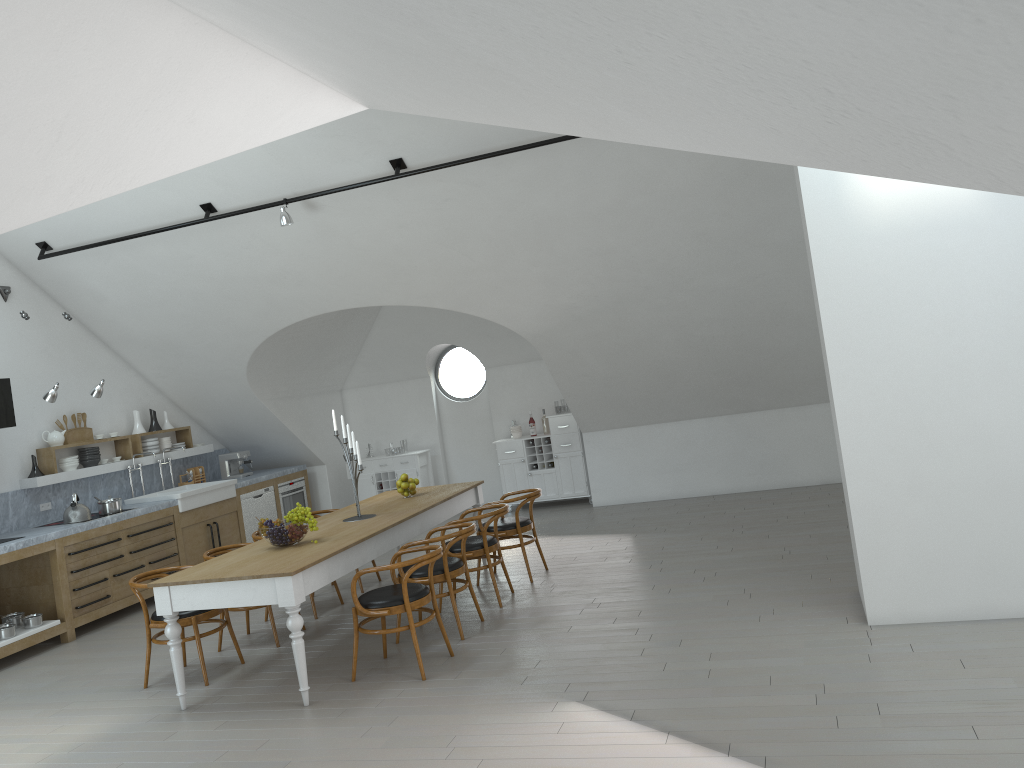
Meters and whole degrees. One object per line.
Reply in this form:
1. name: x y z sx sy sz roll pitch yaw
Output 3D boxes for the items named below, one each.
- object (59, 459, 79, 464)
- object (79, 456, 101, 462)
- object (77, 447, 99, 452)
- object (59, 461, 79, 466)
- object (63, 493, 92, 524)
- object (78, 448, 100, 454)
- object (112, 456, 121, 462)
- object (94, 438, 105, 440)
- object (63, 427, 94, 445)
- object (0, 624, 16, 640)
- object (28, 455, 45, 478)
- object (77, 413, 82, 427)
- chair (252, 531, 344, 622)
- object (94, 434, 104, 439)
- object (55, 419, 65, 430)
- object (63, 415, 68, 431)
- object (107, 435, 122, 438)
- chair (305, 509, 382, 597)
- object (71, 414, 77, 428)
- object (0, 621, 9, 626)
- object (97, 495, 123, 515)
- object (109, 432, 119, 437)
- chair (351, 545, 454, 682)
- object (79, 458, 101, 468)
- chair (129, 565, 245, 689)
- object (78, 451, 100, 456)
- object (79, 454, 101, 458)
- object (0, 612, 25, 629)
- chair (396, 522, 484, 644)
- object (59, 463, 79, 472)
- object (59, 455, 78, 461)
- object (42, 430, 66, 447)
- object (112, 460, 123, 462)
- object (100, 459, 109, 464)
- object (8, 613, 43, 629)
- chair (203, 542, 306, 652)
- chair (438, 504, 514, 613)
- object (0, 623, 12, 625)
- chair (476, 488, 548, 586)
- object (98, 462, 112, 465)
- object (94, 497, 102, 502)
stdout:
1. object: -4.498 0.804 9.003 0.181 0.069 0.181 -8 0 35
2. object: -4.412 0.804 9.271 0.205 0.086 0.205 -9 0 -35
3. object: -4.431 0.703 9.279 0.205 0.080 0.206 -8 0 20
4. object: -4.496 0.827 9.000 0.181 0.065 0.181 -9 0 -35
5. object: -4.120 1.164 8.377 0.246 0.268 0.246 -9 0 27
6. object: -4.424 0.730 9.279 0.205 0.084 0.205 -8 0 45
7. object: -4.308 0.821 9.662 0.098 0.049 0.098 -8 0 15
8. object: -4.405 0.590 9.469 0.163 0.012 0.164 -8 1 35
9. object: -4.512 0.533 9.212 0.084 0.157 0.354 -9 0 18
10. object: -4.163 2.018 7.203 0.260 0.113 0.153 -8 0 7
11. object: -4.642 0.795 8.624 0.156 0.218 0.156 -8 -1 -1
12. object: -4.504 0.451 9.243 0.019 0.299 0.057 -9 -1 18
13. chair: -1.849 1.579 7.521 0.620 0.735 0.528 -9 -1 21
14. object: -4.409 0.567 9.469 0.098 0.049 0.098 -8 0 15
15. object: -4.575 0.480 9.067 0.016 0.259 0.199 -9 -1 28
16. object: -4.569 0.461 9.103 0.027 0.299 0.055 -9 -1 18
17. object: -4.341 0.579 9.673 0.163 0.012 0.164 -8 1 35
18. chair: -1.624 1.540 8.208 0.621 0.735 0.527 -8 -1 14
19. object: -4.533 0.456 9.217 0.040 0.299 0.061 -9 -1 15
20. object: -4.283 2.029 7.360 0.041 0.045 0.247 -8 0 16
21. object: -3.973 1.204 8.835 0.232 0.170 0.394 -8 0 -3
22. object: -4.345 0.556 9.674 0.098 0.049 0.098 -8 0 15
23. chair: -0.687 1.427 5.576 0.620 0.735 0.528 -9 -1 21
24. object: -4.408 0.830 9.271 0.205 0.072 0.205 -8 0 5
25. chair: -2.282 1.656 6.134 0.620 0.735 0.528 -9 -1 17
26. object: -4.419 0.755 9.275 0.205 0.072 0.205 -8 0 5
27. object: -4.410 0.776 9.272 0.205 0.086 0.205 -9 0 -30
28. object: -4.304 2.027 7.614 0.308 0.134 0.182 -8 0 42
29. chair: -0.509 1.394 6.282 0.620 0.735 0.528 -9 -1 17
30. object: -4.492 0.849 9.000 0.181 0.064 0.181 -8 0 40
31. object: -4.502 0.775 9.005 0.181 0.076 0.180 -9 0 -35
32. object: -4.597 0.543 8.914 0.174 0.169 0.168 -8 0 1
33. object: -4.304 0.844 9.662 0.163 0.012 0.164 -8 1 35
34. object: -4.365 0.832 9.478 0.098 0.049 0.098 -8 0 15
35. object: -4.093 2.005 7.498 0.260 0.113 0.154 -8 0 17
36. chair: -2.009 1.610 6.808 0.621 0.735 0.527 -8 -1 14
37. chair: -0.278 1.353 6.972 0.621 0.735 0.527 -8 -1 13
38. object: -4.401 2.050 7.322 0.508 0.052 0.263 -8 0 -6
39. chair: 0.002 1.306 7.641 0.620 0.735 0.528 -9 -1 20
40. object: -4.362 0.855 9.478 0.163 0.012 0.164 -8 1 35
41. object: -4.032 1.187 8.769 0.235 0.167 0.051 -8 -1 13
